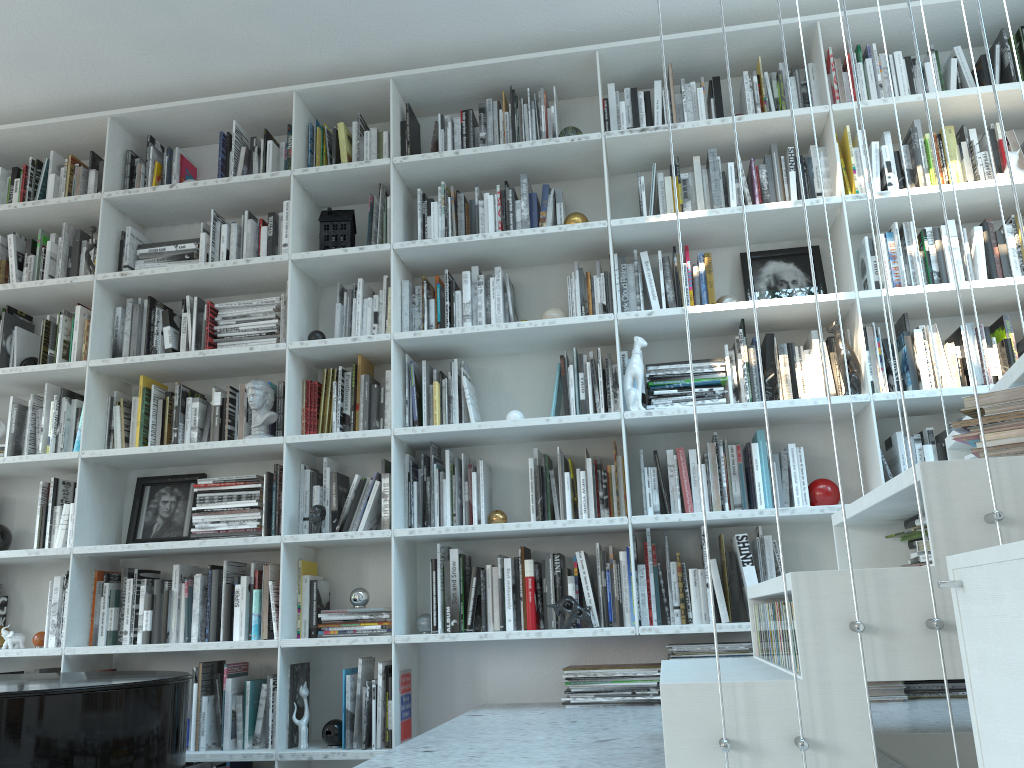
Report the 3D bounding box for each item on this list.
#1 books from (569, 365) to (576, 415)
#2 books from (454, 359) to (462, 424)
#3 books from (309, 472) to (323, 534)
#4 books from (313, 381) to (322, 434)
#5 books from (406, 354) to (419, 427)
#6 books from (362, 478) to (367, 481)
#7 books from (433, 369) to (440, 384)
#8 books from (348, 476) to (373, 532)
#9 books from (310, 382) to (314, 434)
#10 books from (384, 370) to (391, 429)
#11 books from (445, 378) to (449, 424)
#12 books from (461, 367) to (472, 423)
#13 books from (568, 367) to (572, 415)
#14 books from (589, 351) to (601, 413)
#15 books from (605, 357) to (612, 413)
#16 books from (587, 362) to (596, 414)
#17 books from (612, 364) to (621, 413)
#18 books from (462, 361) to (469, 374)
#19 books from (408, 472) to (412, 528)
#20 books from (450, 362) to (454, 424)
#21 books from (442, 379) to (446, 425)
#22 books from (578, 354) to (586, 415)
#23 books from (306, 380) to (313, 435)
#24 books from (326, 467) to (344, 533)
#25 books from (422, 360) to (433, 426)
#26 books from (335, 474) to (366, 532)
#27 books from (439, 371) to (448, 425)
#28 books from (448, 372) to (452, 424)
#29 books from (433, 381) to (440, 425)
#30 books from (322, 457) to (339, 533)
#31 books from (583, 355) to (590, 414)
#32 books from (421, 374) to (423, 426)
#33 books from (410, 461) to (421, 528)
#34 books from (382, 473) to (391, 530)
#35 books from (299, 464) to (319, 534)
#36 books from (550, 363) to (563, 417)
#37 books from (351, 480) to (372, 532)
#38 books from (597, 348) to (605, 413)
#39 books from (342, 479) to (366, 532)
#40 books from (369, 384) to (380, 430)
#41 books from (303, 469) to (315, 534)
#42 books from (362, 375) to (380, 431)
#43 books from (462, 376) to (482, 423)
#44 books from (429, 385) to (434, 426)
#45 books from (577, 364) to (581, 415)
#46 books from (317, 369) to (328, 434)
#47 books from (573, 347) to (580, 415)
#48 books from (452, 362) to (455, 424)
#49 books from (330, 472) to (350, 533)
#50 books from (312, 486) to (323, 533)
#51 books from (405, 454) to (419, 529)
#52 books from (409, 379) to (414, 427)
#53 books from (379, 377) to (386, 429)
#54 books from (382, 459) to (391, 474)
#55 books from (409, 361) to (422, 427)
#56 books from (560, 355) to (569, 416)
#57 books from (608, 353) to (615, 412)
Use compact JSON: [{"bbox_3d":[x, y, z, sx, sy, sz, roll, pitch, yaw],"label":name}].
[{"bbox_3d":[0.240,0.057,3.375,0.013,0.218,0.188,-4,-15,9],"label":"books"},{"bbox_3d":[-0.199,0.061,3.458,0.013,0.286,0.159,-4,-15,9],"label":"books"},{"bbox_3d":[-0.749,0.478,3.454,0.028,0.252,0.143,-4,-15,9],"label":"books"},{"bbox_3d":[-0.757,0.130,3.558,0.013,0.246,0.177,-4,-15,9],"label":"books"},{"bbox_3d":[-0.390,0.058,3.478,0.006,0.318,0.165,-4,-15,9],"label":"books"},{"bbox_3d":[-0.592,0.483,3.422,0.088,0.219,0.139,-4,-15,9],"label":"books"},{"bbox_3d":[-0.284,0.084,3.471,0.013,0.255,0.145,-4,-15,9],"label":"books"},{"bbox_3d":[-0.567,0.480,3.426,0.095,0.225,0.144,-4,-15,9],"label":"books"},{"bbox_3d":[-0.774,0.130,3.549,0.014,0.243,0.145,-4,-15,9],"label":"books"},{"bbox_3d":[-0.468,0.092,3.495,0.032,0.265,0.143,-4,-15,9],"label":"books"},{"bbox_3d":[-0.237,0.099,3.447,0.007,0.211,0.158,-4,-15,9],"label":"books"},{"bbox_3d":[-0.175,0.078,3.458,0.007,0.253,0.161,-4,-15,9],"label":"books"},{"bbox_3d":[0.231,0.062,3.375,0.006,0.209,0.188,-4,-15,9],"label":"books"},{"bbox_3d":[0.324,0.027,3.379,0.032,0.274,0.155,-4,-15,9],"label":"books"},{"bbox_3d":[0.371,0.037,3.368,0.013,0.244,0.159,-4,-15,9],"label":"books"},{"bbox_3d":[0.303,0.048,3.361,0.012,0.224,0.178,-4,-15,9],"label":"books"},{"bbox_3d":[0.400,0.050,3.358,0.023,0.211,0.165,-4,-15,9],"label":"books"},{"bbox_3d":[-0.181,0.064,3.498,0.011,0.299,0.089,-4,-15,9],"label":"books"},{"bbox_3d":[-0.371,0.460,3.388,0.012,0.225,0.147,-4,-15,9],"label":"books"},{"bbox_3d":[-0.214,0.069,3.453,0.006,0.269,0.179,-4,-15,9],"label":"books"},{"bbox_3d":[-0.246,0.103,3.455,0.014,0.208,0.157,-4,-15,9],"label":"books"},{"bbox_3d":[0.274,0.034,3.377,0.018,0.262,0.165,-4,-15,9],"label":"books"},{"bbox_3d":[-0.790,0.126,3.554,0.015,0.254,0.151,-4,-15,9],"label":"books"},{"bbox_3d":[-0.689,0.468,3.451,0.012,0.265,0.158,-4,-15,9],"label":"books"},{"bbox_3d":[-0.316,0.068,3.451,0.013,0.278,0.192,-4,-15,9],"label":"books"},{"bbox_3d":[-0.604,0.475,3.407,0.095,0.227,0.190,-4,-15,9],"label":"books"},{"bbox_3d":[-0.257,0.087,3.461,0.008,0.242,0.169,-4,-15,9],"label":"books"},{"bbox_3d":[-0.224,0.086,3.460,0.017,0.242,0.133,-4,-15,9],"label":"books"},{"bbox_3d":[-0.273,0.106,3.432,0.017,0.191,0.192,-4,-15,9],"label":"books"},{"bbox_3d":[-0.704,0.447,3.449,0.013,0.306,0.141,-4,-15,9],"label":"books"},{"bbox_3d":[0.290,0.034,3.375,0.015,0.258,0.152,-4,-15,9],"label":"books"},{"bbox_3d":[-0.333,0.095,3.483,0.007,0.243,0.146,-4,-15,9],"label":"books"},{"bbox_3d":[-0.362,0.438,3.385,0.010,0.266,0.158,-4,-15,9],"label":"books"},{"bbox_3d":[-0.457,0.464,3.385,0.029,0.222,0.171,-4,-15,9],"label":"books"},{"bbox_3d":[-0.792,0.467,3.468,0.012,0.284,0.160,-4,-15,9],"label":"books"},{"bbox_3d":[0.175,0.056,3.400,0.056,0.240,0.154,-4,-15,9],"label":"books"},{"bbox_3d":[-0.557,0.485,3.418,0.090,0.211,0.143,-4,-15,9],"label":"books"},{"bbox_3d":[0.342,0.020,3.355,0.012,0.273,0.184,-4,-15,9],"label":"books"},{"bbox_3d":[-0.586,0.484,3.406,0.089,0.209,0.176,-4,-15,9],"label":"books"},{"bbox_3d":[-0.518,0.123,3.481,0.034,0.204,0.182,-4,-15,9],"label":"books"},{"bbox_3d":[-0.774,0.476,3.463,0.024,0.262,0.154,-4,-15,9],"label":"books"},{"bbox_3d":[-0.544,0.104,3.482,0.027,0.241,0.189,-4,-15,9],"label":"books"},{"bbox_3d":[-0.149,0.091,3.422,0.051,0.209,0.177,-4,-15,9],"label":"books"},{"bbox_3d":[-0.297,0.114,3.460,0.014,0.192,0.147,-4,-15,9],"label":"books"},{"bbox_3d":[0.265,0.055,3.389,0.007,0.229,0.147,-4,-15,9],"label":"books"},{"bbox_3d":[-0.733,0.099,3.534,0.035,0.292,0.145,-4,-15,9],"label":"books"},{"bbox_3d":[0.254,0.023,3.397,0.013,0.294,0.154,-4,-15,9],"label":"books"},{"bbox_3d":[-0.208,0.069,3.458,0.006,0.273,0.167,-4,-15,9],"label":"books"},{"bbox_3d":[-0.665,0.475,3.445,0.035,0.247,0.141,-4,-15,9],"label":"books"},{"bbox_3d":[-0.724,0.500,3.423,0.027,0.191,0.183,-4,-15,9],"label":"books"},{"bbox_3d":[-0.383,0.429,3.411,0.014,0.298,0.148,-4,-15,9],"label":"books"},{"bbox_3d":[-0.375,0.108,3.478,0.015,0.219,0.155,-4,-15,9],"label":"books"},{"bbox_3d":[-0.490,0.108,3.500,0.028,0.239,0.146,-4,-15,9],"label":"books"},{"bbox_3d":[-0.475,0.441,3.416,0.013,0.285,0.139,-4,-15,9],"label":"books"},{"bbox_3d":[-0.358,0.071,3.473,0.035,0.287,0.192,-4,-15,9],"label":"books"},{"bbox_3d":[0.210,0.039,3.391,0.021,0.263,0.174,-4,-15,9],"label":"books"},{"bbox_3d":[0.380,0.028,3.350,0.011,0.252,0.169,-4,-15,9],"label":"books"}]
